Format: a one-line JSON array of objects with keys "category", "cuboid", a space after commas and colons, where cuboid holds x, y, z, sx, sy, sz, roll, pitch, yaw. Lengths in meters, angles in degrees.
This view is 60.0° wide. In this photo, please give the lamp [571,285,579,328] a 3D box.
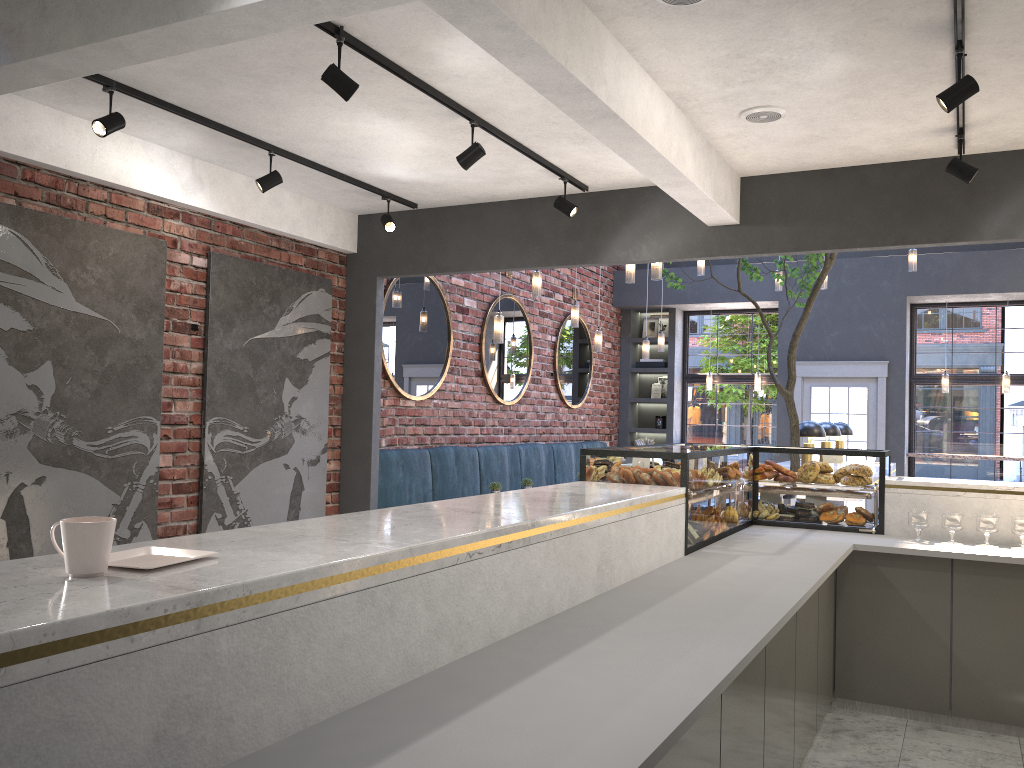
[{"category": "lamp", "cuboid": [0.677, -2.614, 8.872, 0.078, 4.104, 0.078, 0, -2, 34]}]

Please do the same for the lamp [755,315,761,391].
[{"category": "lamp", "cuboid": [3.323, -0.624, 11.950, 0.078, 1.428, 0.078, 2, -2, -11]}]

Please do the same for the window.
[{"category": "window", "cuboid": [1.624, -1.422, 6.217, 6.405, 5.363, 12.713, 1, -2, 27]}]

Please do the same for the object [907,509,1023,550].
[{"category": "object", "cuboid": [2.322, 0.734, 4.500, 0.575, 0.147, 0.256, 0, -2, 27]}]

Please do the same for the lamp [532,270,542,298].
[{"category": "lamp", "cuboid": [0.267, -2.810, 7.783, 0.078, 4.104, 0.078, 1, -2, 12]}]

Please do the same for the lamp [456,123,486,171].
[{"category": "lamp", "cuboid": [-0.211, -1.229, 4.600, 0.157, 0.238, 0.087, 1, -2, 21]}]

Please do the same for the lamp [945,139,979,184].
[{"category": "lamp", "cuboid": [2.350, -1.161, 4.631, 0.157, 0.235, 0.087, 1, -2, 21]}]

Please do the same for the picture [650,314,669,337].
[{"category": "picture", "cuboid": [2.162, -0.820, 12.756, 0.361, 0.369, 0.055, 1, -2, 27]}]

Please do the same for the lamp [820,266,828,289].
[{"category": "lamp", "cuboid": [3.583, -3.129, 10.101, 0.078, 4.104, 0.078, 1, -2, 12]}]

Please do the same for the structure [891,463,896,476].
[{"category": "structure", "cuboid": [2.844, 1.285, 8.104, 0.990, 1.050, 3.491, 1, -2, 27]}]

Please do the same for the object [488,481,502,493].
[{"category": "object", "cuboid": [-0.135, 0.866, 7.146, 0.118, 0.165, 0.122, 1, -2, 5]}]

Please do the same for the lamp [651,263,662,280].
[{"category": "lamp", "cuboid": [1.115, -2.819, 6.580, 0.078, 4.104, 0.078, 2, -2, -33]}]

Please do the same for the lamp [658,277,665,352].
[{"category": "lamp", "cuboid": [1.881, -2.448, 10.944, 0.078, 4.104, 0.078, 1, -2, 12]}]

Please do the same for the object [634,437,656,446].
[{"category": "object", "cuboid": [1.887, 0.893, 12.616, 0.250, 0.323, 0.241, 1, -2, 27]}]

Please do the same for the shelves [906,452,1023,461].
[{"category": "shelves", "cuboid": [4.269, 0.876, 11.413, 4.403, 0.043, 0.384, 0, -2, 27]}]

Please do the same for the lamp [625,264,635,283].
[{"category": "lamp", "cuboid": [1.056, -2.910, 7.587, 0.078, 4.104, 0.078, 2, -2, -33]}]

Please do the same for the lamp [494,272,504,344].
[{"category": "lamp", "cuboid": [-0.056, -2.377, 7.161, 0.078, 4.104, 0.078, 1, -2, 12]}]

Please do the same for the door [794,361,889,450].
[{"category": "door", "cuboid": [4.028, 0.833, 10.942, 1.132, 2.218, 0.152, 1, -2, 27]}]

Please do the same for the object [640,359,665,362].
[{"category": "object", "cuboid": [2.002, -0.325, 12.612, 0.327, 0.039, 0.227, 1, -2, 17]}]

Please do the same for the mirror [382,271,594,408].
[{"category": "mirror", "cuboid": [-0.026, -0.527, 9.517, 0.036, 1.510, 4.775, 1, -2, 27]}]

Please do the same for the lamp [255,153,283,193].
[{"category": "lamp", "cuboid": [-1.427, -1.238, 5.217, 0.157, 0.238, 0.087, 2, -2, -24]}]

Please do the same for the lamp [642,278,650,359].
[{"category": "lamp", "cuboid": [1.617, -2.340, 10.431, 0.078, 4.104, 0.078, 1, -2, 12]}]

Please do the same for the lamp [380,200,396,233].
[{"category": "lamp", "cuboid": [-0.874, -1.183, 6.278, 0.087, 0.235, 0.157, 2, -2, -22]}]

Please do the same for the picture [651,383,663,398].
[{"category": "picture", "cuboid": [2.076, 0.103, 12.745, 0.161, 0.227, 0.049, 1, -2, 28]}]

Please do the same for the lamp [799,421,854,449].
[{"category": "lamp", "cuboid": [0.711, -1.027, 5.287, 4.182, 3.255, 8.838, 1, -2, 10]}]

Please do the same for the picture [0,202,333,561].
[{"category": "picture", "cuboid": [-2.061, 0.146, 5.549, 0.033, 2.027, 2.822, 1, -2, 27]}]

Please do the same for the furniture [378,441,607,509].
[{"category": "furniture", "cuboid": [2.598, 1.230, 8.158, 6.021, 1.151, 5.342, 0, -2, 27]}]

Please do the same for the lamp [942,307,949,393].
[{"category": "lamp", "cuboid": [5.342, -0.610, 10.918, 0.078, 1.428, 0.078, 2, -2, -11]}]

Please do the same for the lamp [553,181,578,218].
[{"category": "lamp", "cuboid": [0.343, -1.176, 5.658, 0.157, 0.238, 0.087, 1, -2, 21]}]

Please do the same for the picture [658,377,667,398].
[{"category": "picture", "cuboid": [2.204, 0.055, 12.710, 0.247, 0.326, 0.044, 1, -2, 27]}]

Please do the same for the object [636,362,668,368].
[{"category": "object", "cuboid": [1.999, -0.264, 12.598, 0.412, 0.084, 0.287, 0, -2, 27]}]

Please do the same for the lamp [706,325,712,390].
[{"category": "lamp", "cuboid": [2.738, -0.628, 12.250, 0.078, 1.428, 0.078, 2, -2, -33]}]

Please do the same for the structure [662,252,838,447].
[{"category": "structure", "cuboid": [2.489, -1.220, 7.290, 2.807, 5.987, 3.745, 2, -2, -19]}]

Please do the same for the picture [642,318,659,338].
[{"category": "picture", "cuboid": [1.998, -0.797, 12.800, 0.230, 0.313, 0.061, 1, -2, 27]}]

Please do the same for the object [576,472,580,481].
[{"category": "object", "cuboid": [0.694, 0.946, 8.767, 0.118, 0.165, 0.122, 1, -2, 5]}]

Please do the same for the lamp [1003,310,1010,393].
[{"category": "lamp", "cuboid": [5.927, -0.606, 10.618, 0.078, 1.428, 0.078, 2, -2, -33]}]

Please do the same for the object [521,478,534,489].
[{"category": "object", "cuboid": [0.130, 0.892, 7.664, 0.118, 0.165, 0.122, 1, -2, 5]}]

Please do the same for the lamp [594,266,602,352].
[{"category": "lamp", "cuboid": [0.965, -2.393, 9.440, 0.078, 4.104, 0.078, 0, -2, 34]}]

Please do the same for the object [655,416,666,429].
[{"category": "object", "cuboid": [2.097, 0.540, 12.507, 0.152, 0.181, 0.152, 2, -2, -25]}]

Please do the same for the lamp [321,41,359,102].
[{"category": "lamp", "cuboid": [-0.700, -1.277, 3.620, 0.157, 0.238, 0.087, 2, -2, -24]}]

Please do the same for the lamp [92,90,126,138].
[{"category": "lamp", "cuboid": [-1.924, -1.284, 4.236, 0.087, 0.235, 0.157, 1, -2, 21]}]

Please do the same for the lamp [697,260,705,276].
[{"category": "lamp", "cuboid": [2.113, -3.237, 9.726, 0.078, 4.104, 0.078, 1, -2, 12]}]

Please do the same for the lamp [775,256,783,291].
[{"category": "lamp", "cuboid": [2.957, -3.067, 9.714, 0.078, 4.104, 0.078, 1, -2, 12]}]

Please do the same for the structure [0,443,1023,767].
[{"category": "structure", "cuboid": [1.231, 0.912, 2.411, 3.205, 1.300, 5.807, 0, -2, 27]}]

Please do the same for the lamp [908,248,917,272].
[{"category": "lamp", "cuboid": [4.166, -3.209, 9.162, 0.078, 4.104, 0.078, 1, -2, 12]}]

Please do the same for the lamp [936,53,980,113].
[{"category": "lamp", "cuboid": [1.796, -1.213, 3.573, 0.157, 0.235, 0.087, 1, -2, 21]}]

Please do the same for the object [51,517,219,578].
[{"category": "object", "cuboid": [-0.702, 0.288, 1.635, 0.176, 0.097, 0.301, 1, -2, 18]}]
